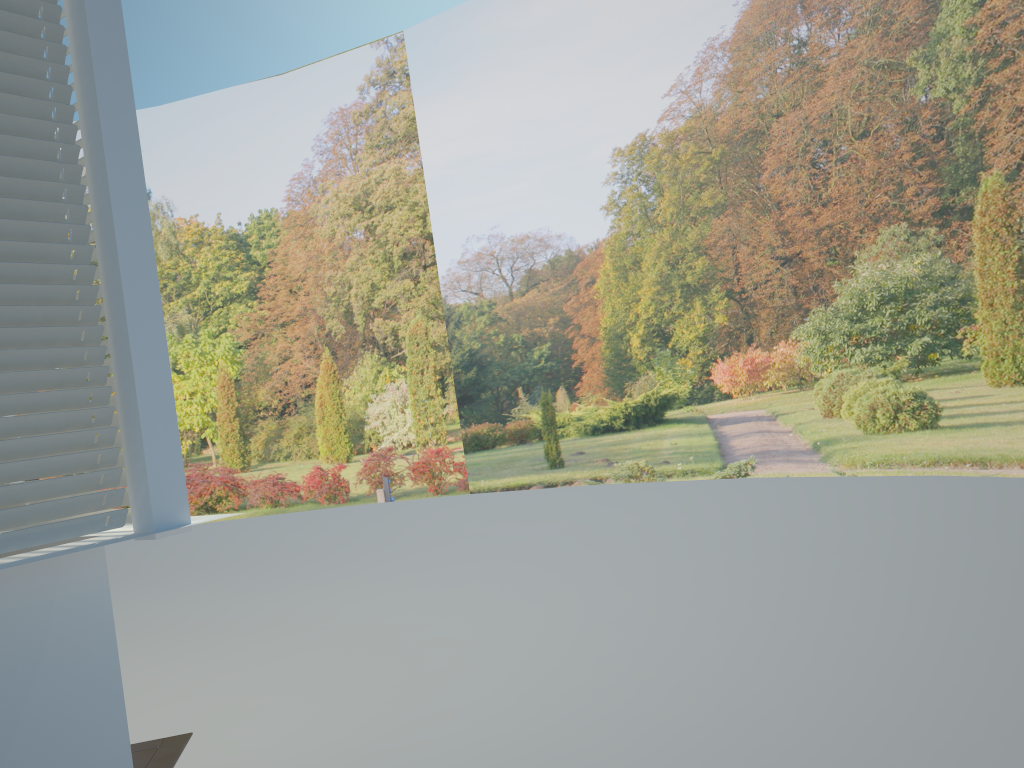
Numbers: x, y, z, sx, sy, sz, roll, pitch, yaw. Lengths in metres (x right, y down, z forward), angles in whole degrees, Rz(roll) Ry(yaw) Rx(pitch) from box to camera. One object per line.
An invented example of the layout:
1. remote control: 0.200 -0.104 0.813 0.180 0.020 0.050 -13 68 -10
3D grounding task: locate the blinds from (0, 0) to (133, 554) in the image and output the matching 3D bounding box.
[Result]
1. blinds: -2.727 -1.478 3.663 1.221 4.267 3.912 -7 -2 -35
